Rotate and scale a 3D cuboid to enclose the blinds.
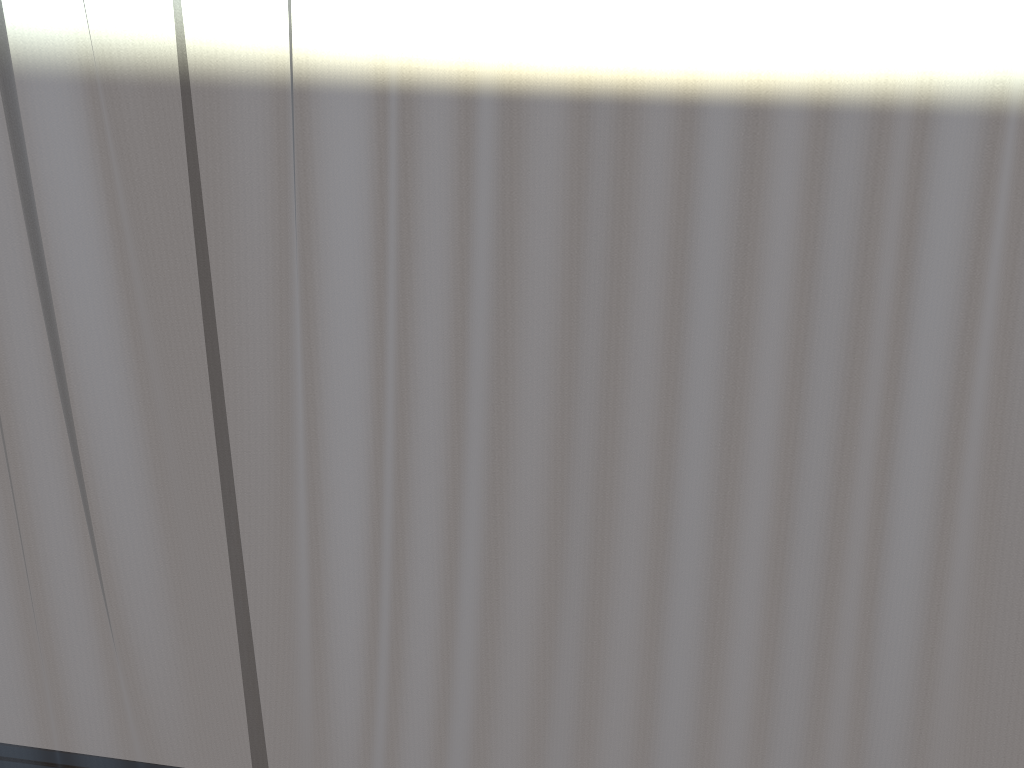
[{"bbox_3d":[0.672,-0.484,0.649,7.420,2.883,0.758,3,17,5],"label":"blinds"}]
